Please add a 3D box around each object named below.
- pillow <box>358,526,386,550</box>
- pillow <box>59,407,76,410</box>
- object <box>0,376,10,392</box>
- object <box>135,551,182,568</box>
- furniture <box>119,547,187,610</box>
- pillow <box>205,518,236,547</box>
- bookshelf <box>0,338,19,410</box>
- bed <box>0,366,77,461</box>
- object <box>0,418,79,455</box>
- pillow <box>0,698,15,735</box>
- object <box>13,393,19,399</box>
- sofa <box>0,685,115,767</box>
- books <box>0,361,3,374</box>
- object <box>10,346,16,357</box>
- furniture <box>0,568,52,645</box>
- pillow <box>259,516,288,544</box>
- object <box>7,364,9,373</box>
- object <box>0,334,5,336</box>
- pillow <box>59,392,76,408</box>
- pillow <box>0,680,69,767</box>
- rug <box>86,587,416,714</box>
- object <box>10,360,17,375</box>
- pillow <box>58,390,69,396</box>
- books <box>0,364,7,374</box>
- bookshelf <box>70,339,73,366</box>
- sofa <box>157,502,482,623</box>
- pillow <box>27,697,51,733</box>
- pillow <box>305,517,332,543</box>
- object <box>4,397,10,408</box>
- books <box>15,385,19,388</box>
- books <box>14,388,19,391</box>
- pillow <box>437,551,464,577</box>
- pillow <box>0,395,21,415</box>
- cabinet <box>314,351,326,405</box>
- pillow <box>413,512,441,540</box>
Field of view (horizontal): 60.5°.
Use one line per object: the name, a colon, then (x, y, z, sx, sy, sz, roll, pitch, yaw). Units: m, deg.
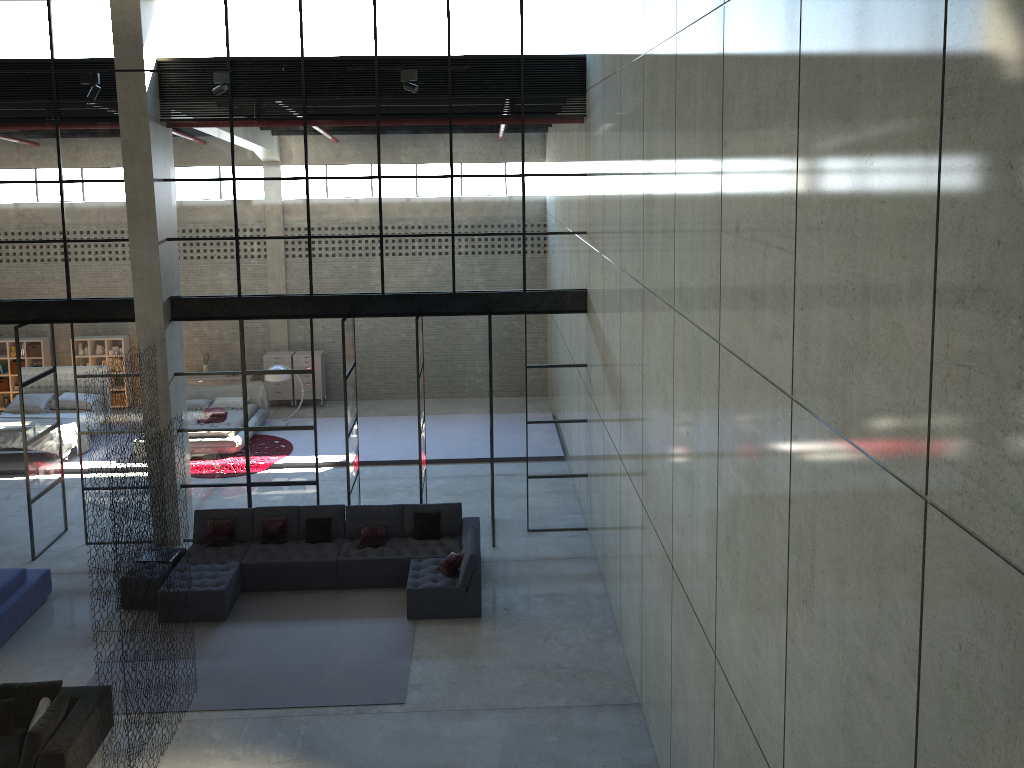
pillow: (-1.986, 2.185, 12.524, 0.383, 0.227, 0.334, -1, 12, -2)
pillow: (-9.212, 0.432, 18.696, 0.958, 0.325, 0.733, -1, 13, -1)
object: (-12.065, 0.000, 20.896, 0.323, 0.292, 0.331, -1, 11, -2)
object: (-4.875, 2.423, 12.116, 0.517, 0.098, 0.308, 0, 14, 3)
furniture: (-4.879, 2.638, 11.996, 0.509, 0.446, 0.983, 0, 13, 3)
pillow: (-4.159, 2.123, 12.529, 0.413, 0.339, 0.240, -1, 9, -1)
bookshelf: (-11.676, -0.209, 20.902, 1.240, 1.728, 0.336, -1, 7, -2)
bed: (-9.667, 0.600, 17.979, 2.217, 1.392, 2.373, -1, 12, -3)
object: (-9.634, 1.052, 17.540, 2.278, 0.648, 0.667, -1, 10, 1)
pillow: (-4.989, 3.215, 8.478, 0.343, 0.302, 0.191, -2, 9, -4)
object: (-11.666, 0.393, 20.956, 0.323, 0.292, 0.331, -1, 11, -2)
sofa: (-5.106, 3.495, 8.433, 2.105, 0.552, 1.108, -1, 13, -2)
books: (-12.146, -0.395, 20.847, 0.048, 0.282, 0.189, -1, 9, -2)
object: (-11.772, -0.762, 20.735, 0.154, 0.244, 0.157, -2, 9, -10)
furniture: (-6.715, 2.780, 11.196, 0.949, 0.544, 1.575, -1, 14, -2)
pillow: (-3.413, 2.092, 12.565, 0.406, 0.371, 0.196, -1, 8, -2)
object: (-11.960, -0.379, 20.888, 0.081, 0.224, 0.082, 3, 8, 29)
object: (-12.198, -1.163, 20.906, 0.233, 0.149, 0.054, -2, 7, -4)
pillow: (-9.215, 0.358, 18.610, 0.978, 0.286, 0.709, -1, 13, 0)
pillow: (-4.850, 3.186, 8.517, 1.588, 0.411, 0.757, 6, 14, 26)
rug: (-3.023, 3.166, 10.738, 3.626, 0.019, 2.714, -1, 14, -2)
object: (-11.670, -0.414, 20.866, 0.323, 0.292, 0.331, -1, 11, -2)
pillow: (-10.058, 0.352, 18.785, 1.052, 0.317, 0.500, -1, 12, -2)
books: (-12.101, -0.360, 20.866, 0.075, 0.200, 0.162, -1, 10, -2)
bookshelf: (-9.795, -0.256, 20.982, 1.240, 1.728, 0.336, -1, 7, -2)
sofa: (-2.498, 2.390, 12.024, 4.147, 0.854, 1.870, -1, 13, -2)
pillow: (-4.521, 3.229, 8.383, 0.209, 0.310, 0.347, -5, 11, -23)
pillow: (-2.774, 2.110, 12.588, 0.383, 0.329, 0.223, -2, 9, -5)
object: (-12.041, 0.435, 20.923, 0.140, 0.231, 0.141, 5, 10, 34)
books: (-11.675, 0.045, 20.948, 0.282, 0.054, 0.236, -1, 14, -2)
books: (-11.674, 0.100, 20.954, 0.309, 0.054, 0.236, -1, 14, -2)
pillow: (-0.791, 2.343, 11.620, 0.340, 0.283, 0.350, -7, 13, -28)
pillow: (-10.141, 0.434, 18.478, 1.025, 0.367, 0.682, 0, 13, 1)
cabinet: (-4.846, -0.149, 21.042, 0.649, 1.190, 0.541, -1, 8, -2)
pillow: (-1.225, 2.051, 12.649, 0.401, 0.376, 0.201, -1, 8, -2)
